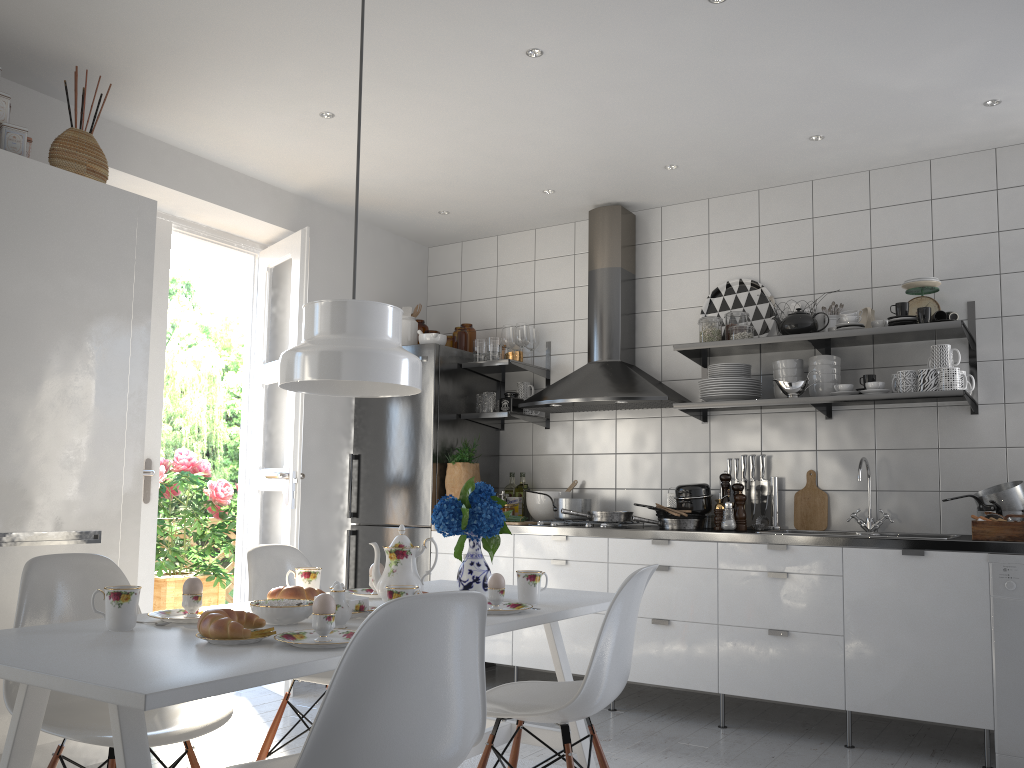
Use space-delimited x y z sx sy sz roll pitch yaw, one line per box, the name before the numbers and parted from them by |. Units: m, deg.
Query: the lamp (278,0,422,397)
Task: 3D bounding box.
lamp | -0.417 -0.642 2.409 0.374 1.318 0.374 3 -6 -26

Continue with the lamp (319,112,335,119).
lamp | -0.782 -1.147 3.747 0.064 0.030 0.064 -2 -8 25

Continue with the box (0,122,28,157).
box | -1.708 -0.820 3.026 0.081 0.110 0.081 6 -8 -42

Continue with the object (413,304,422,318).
object | -0.586 -0.324 5.176 0.131 0.295 0.057 0 -5 12

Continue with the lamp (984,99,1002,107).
lamp | 1.921 -1.133 3.541 0.064 0.030 0.064 -2 -8 25

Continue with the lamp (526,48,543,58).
lamp | 0.081 -1.205 3.199 0.064 0.030 0.064 -2 -8 25

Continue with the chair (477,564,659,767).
chair | 0.118 0.878 2.379 0.542 0.798 0.466 -1 -6 22

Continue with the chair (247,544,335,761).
chair | -0.598 0.928 2.849 0.542 0.798 0.466 -2 -6 27

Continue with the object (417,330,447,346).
object | -0.445 -0.247 5.011 0.159 0.109 0.173 -3 -8 27

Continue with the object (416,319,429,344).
object | -0.572 -0.266 5.354 0.118 0.235 0.118 4 -7 -32

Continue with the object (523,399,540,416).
object | 0.099 0.138 5.079 0.108 0.100 0.083 -2 -7 22

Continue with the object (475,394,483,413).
object | -0.166 0.116 5.015 0.086 0.119 0.086 -5 -8 43

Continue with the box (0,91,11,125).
box | -1.763 -0.934 3.010 0.081 0.110 0.081 -4 -7 37

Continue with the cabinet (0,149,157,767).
cabinet | -1.973 0.266 2.893 0.513 2.089 1.382 -3 -7 32

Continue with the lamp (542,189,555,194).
lamp | 0.191 -1.017 4.639 0.064 0.030 0.064 -2 -8 25

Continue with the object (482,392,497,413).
object | -0.126 0.105 4.923 0.086 0.119 0.086 -2 -7 29

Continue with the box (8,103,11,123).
box | -1.798 -0.924 3.091 0.081 0.110 0.081 5 -7 -32

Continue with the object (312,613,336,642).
object | -0.393 0.506 1.846 0.048 0.057 0.048 3 -6 -17

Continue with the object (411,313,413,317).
object | -0.592 -0.301 5.181 0.050 0.246 0.115 1 -6 -3

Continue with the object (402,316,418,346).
object | -0.636 -0.280 5.158 0.174 0.207 0.174 -2 -7 28

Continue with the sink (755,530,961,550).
sink | 1.494 0.702 3.827 0.766 0.111 0.489 -4 -9 32

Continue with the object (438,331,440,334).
object | -0.487 -0.228 5.449 0.113 0.186 0.113 4 -7 -28

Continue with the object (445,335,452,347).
object | -0.369 -0.220 5.275 0.093 0.127 0.093 5 -7 -36

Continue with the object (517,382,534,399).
object | 0.071 0.041 5.104 0.083 0.100 0.109 3 -7 -23

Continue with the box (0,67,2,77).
box | -1.812 -1.039 3.046 0.081 0.110 0.081 -5 -8 42

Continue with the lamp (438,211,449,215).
lamp | -0.385 -0.978 5.004 0.064 0.030 0.064 -2 -8 25

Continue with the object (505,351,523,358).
object | 0.011 -0.155 4.950 0.100 0.048 0.100 6 -8 -34

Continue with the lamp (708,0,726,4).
lamp | 0.658 -1.244 2.833 0.064 0.030 0.064 -2 -8 25

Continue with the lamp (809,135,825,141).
lamp | 1.344 -1.095 3.907 0.064 0.030 0.064 -2 -8 25

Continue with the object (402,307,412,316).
object | -0.631 -0.324 5.171 0.064 0.289 0.141 0 -6 6

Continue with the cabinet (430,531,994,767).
cabinet | 1.104 1.116 4.058 3.241 0.792 0.664 -4 -8 32

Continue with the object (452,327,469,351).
object | -0.299 -0.250 5.140 0.093 0.153 0.093 5 -7 -35

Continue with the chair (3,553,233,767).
chair | -0.995 0.842 2.227 0.543 0.798 0.466 -3 -7 32

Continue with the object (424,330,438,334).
object | -0.480 -0.236 5.262 0.113 0.154 0.113 4 -7 -29

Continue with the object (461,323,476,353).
object | -0.269 -0.256 5.244 0.097 0.194 0.097 -3 -7 32

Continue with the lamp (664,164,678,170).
lamp | 0.768 -1.056 4.273 0.064 0.030 0.064 -2 -8 25

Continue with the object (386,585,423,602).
object | -0.258 0.526 2.084 0.078 0.095 0.091 3 -7 -21

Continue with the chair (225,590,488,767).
chair | -0.306 0.788 1.729 0.466 0.798 0.543 6 -8 -43

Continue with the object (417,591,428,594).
object | -0.243 0.559 2.263 0.161 0.057 0.124 7 -10 -42

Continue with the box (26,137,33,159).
box | -1.738 -0.810 3.109 0.081 0.110 0.081 6 -8 -42

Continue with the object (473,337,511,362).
object | -0.118 -0.178 5.009 0.190 0.134 0.229 -2 -7 23

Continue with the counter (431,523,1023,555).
counter | 1.114 0.702 4.100 3.242 0.045 0.652 -4 -9 32

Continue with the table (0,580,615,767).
table | -0.417 0.930 2.304 0.814 0.658 1.831 -3 -8 32

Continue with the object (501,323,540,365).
object | 0.044 -0.214 5.139 0.193 0.243 0.206 -3 -7 30

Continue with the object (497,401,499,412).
object | -0.049 0.151 5.192 0.083 0.100 0.109 1 -6 2

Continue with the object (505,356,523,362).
object | 0.012 -0.133 4.947 0.100 0.036 0.100 6 -9 -38

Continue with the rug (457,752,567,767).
rug | -0.446 1.254 2.238 1.427 0.004 2.317 -4 -9 32
